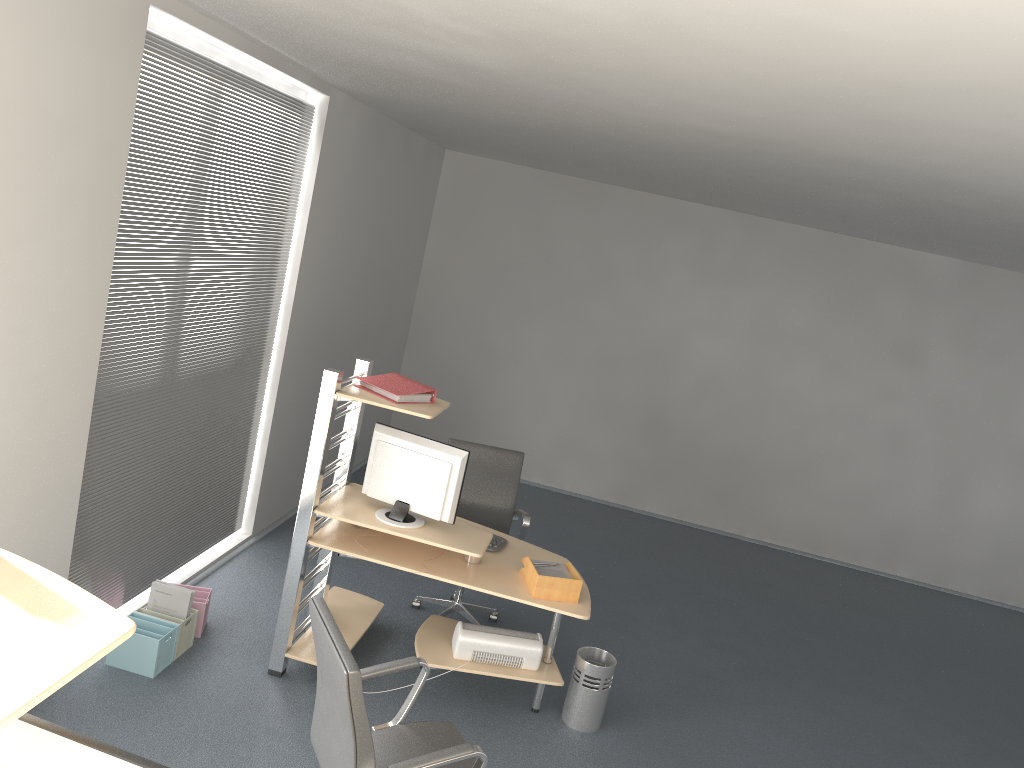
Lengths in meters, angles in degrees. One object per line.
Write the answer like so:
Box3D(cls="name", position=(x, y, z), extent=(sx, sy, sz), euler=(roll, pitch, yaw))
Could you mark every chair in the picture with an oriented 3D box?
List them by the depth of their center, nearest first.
Box3D(cls="chair", position=(-0.408, 1.313, 3.012), extent=(0.652, 1.048, 0.584), euler=(8, 11, -27))
Box3D(cls="chair", position=(-0.243, 0.945, 5.364), extent=(0.584, 1.048, 0.652), euler=(11, 10, -7))

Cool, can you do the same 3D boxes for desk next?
Box3D(cls="desk", position=(-0.688, 1.172, 1.908), extent=(1.469, 1.566, 0.967), euler=(14, 10, 7))
Box3D(cls="desk", position=(-0.264, 0.796, 4.644), extent=(1.469, 1.566, 0.967), euler=(14, 10, 7))

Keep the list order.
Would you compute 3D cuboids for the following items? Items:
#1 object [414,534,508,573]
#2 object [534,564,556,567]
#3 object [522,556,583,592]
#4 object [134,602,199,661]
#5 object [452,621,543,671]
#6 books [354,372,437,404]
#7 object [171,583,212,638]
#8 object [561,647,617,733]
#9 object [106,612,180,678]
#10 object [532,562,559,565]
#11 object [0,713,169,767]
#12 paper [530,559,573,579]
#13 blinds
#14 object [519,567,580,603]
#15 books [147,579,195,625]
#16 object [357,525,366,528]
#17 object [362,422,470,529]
Box3D(cls="object", position=(-0.346, 0.858, 4.545), extent=(0.478, 0.082, 0.814), euler=(15, 10, 14))
Box3D(cls="object", position=(0.161, 0.902, 4.411), extent=(0.159, 0.009, 0.008), euler=(5, 12, -37))
Box3D(cls="object", position=(0.193, 0.913, 4.338), extent=(0.225, 0.060, 0.309), euler=(10, 10, -14))
Box3D(cls="object", position=(-1.733, 1.223, 4.417), extent=(0.245, 0.202, 0.185), euler=(14, 10, 7))
Box3D(cls="object", position=(-0.081, 1.290, 4.537), extent=(0.438, 0.162, 0.351), euler=(11, 10, -9))
Box3D(cls="books", position=(-0.575, 0.016, 4.366), extent=(0.320, 0.072, 0.262), euler=(20, 12, 38))
Box3D(cls="object", position=(-1.725, 1.186, 4.641), extent=(0.245, 0.202, 0.185), euler=(11, 10, -11))
Box3D(cls="object", position=(0.396, 1.580, 4.581), extent=(0.208, 0.377, 0.208), euler=(5, 12, -39))
Box3D(cls="object", position=(-1.762, 1.248, 4.235), extent=(0.245, 0.202, 0.185), euler=(14, 10, 7))
Box3D(cls="object", position=(0.171, 0.899, 4.439), extent=(0.159, 0.009, 0.008), euler=(7, 11, -29))
Box3D(cls="object", position=(-0.934, 0.836, 1.624), extent=(0.516, 0.418, 0.245), euler=(16, 10, 21))
Box3D(cls="paper", position=(0.190, 0.929, 4.342), extent=(0.210, 0.010, 0.297), euler=(10, 10, -14))
Box3D(cls="blinds", position=(-1.657, -0.248, 4.713), extent=(0.022, 2.770, 1.950), euler=(14, 10, 7))
Box3D(cls="object", position=(0.181, 0.967, 4.348), extent=(0.225, 0.060, 0.309), euler=(10, 10, -14))
Box3D(cls="books", position=(-1.716, 1.153, 4.419), extent=(0.220, 0.306, 0.068), euler=(14, 10, 7))
Box3D(cls="object", position=(-0.740, 0.712, 4.614), extent=(0.159, 0.064, 0.054), euler=(8, 11, -26))
Box3D(cls="object", position=(-0.516, 0.462, 4.339), extent=(0.516, 0.418, 0.245), euler=(18, 11, 28))
